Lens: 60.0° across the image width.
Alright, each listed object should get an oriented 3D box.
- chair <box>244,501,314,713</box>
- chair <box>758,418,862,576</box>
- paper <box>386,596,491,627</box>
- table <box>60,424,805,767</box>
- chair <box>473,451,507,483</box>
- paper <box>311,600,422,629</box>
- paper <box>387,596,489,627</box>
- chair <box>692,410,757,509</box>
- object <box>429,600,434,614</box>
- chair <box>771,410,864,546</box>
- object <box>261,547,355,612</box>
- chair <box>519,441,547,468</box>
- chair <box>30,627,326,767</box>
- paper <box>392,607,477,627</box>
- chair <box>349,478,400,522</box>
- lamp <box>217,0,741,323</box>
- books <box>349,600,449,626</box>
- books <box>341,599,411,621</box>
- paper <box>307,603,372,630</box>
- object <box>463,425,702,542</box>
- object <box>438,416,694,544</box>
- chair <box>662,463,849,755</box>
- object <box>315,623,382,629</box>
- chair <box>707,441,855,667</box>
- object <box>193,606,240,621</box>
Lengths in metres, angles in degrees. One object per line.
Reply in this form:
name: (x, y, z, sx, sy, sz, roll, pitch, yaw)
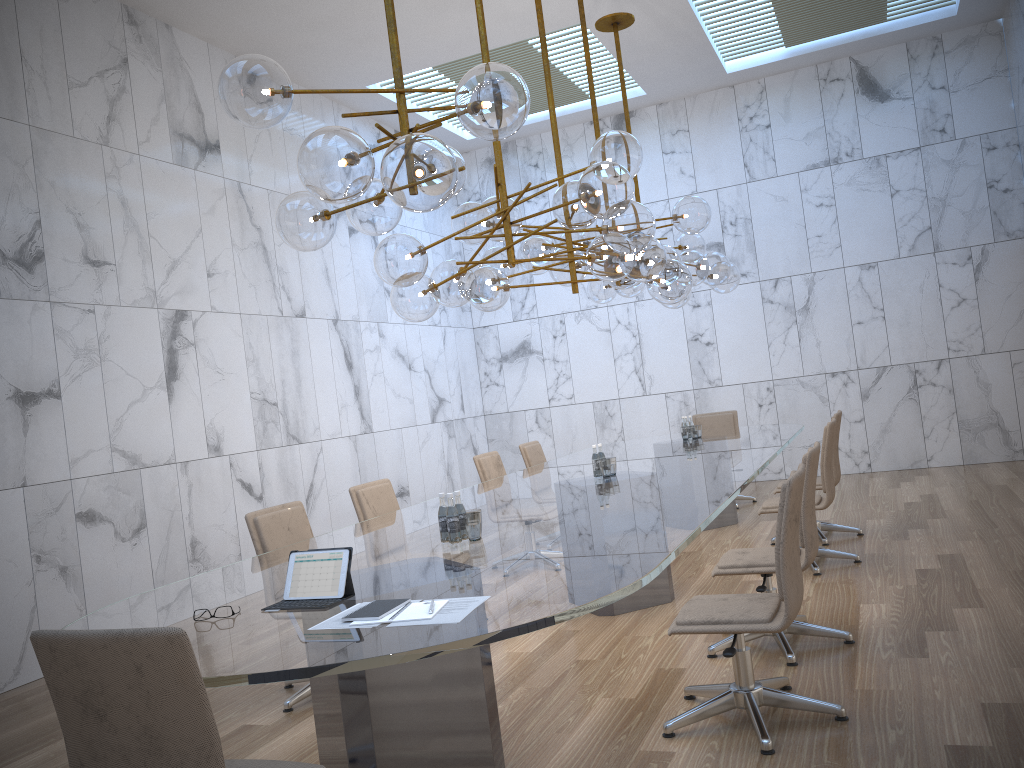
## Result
chair: (-0.991, 1.136, 4.759, 0.697, 1.000, 0.726, -8, -1, 22)
chair: (2.029, 0.779, 6.254, 0.697, 1.000, 0.726, -8, -1, 23)
paper: (-0.205, 0.650, 2.541, 0.210, 0.001, 0.290, -8, -1, 17)
table: (0.665, 1.023, 5.846, 2.092, 0.835, 7.924, -8, -1, 23)
chair: (0.091, 1.047, 7.377, 0.697, 1.000, 0.726, -8, -1, 22)
paper: (-0.422, 0.678, 2.620, 0.210, 0.001, 0.290, -8, -1, 21)
paper: (-0.205, 0.649, 2.541, 0.210, 0.001, 0.290, -8, -1, 16)
chair: (2.204, 0.820, 9.593, 0.726, 1.000, 0.697, -8, -1, 23)
object: (-0.232, 0.643, 2.573, 0.011, 0.011, 0.158, -7, -1, -3)
chair: (2.409, 0.748, 7.172, 0.697, 1.000, 0.726, -8, -1, 23)
object: (-0.672, 0.637, 2.895, 0.255, 0.159, 0.205, -8, -1, 23)
chair: (0.474, 1.016, 8.301, 0.697, 1.000, 0.726, -8, -1, 22)
chair: (-0.800, 1.066, 2.350, 0.726, 1.000, 0.697, -8, -1, 23)
paper: (-0.205, 0.650, 2.541, 0.210, 0.001, 0.290, -8, -1, 15)
chair: (-0.614, 1.105, 5.672, 0.697, 1.000, 0.726, -8, -1, 22)
lamp: (0.262, -1.763, 5.789, 1.557, 2.716, 5.672, -8, -1, 22)
books: (-0.323, 0.660, 2.570, 0.239, 0.012, 0.205, -7, -1, 10)
books: (-0.400, 0.666, 2.618, 0.126, 0.012, 0.205, -8, -1, 19)
paper: (-0.435, 0.681, 2.618, 0.210, 0.001, 0.290, -8, -1, 20)
object: (0.754, 0.537, 6.126, 0.183, 0.117, 5.112, -8, -1, 23)
object: (0.708, 0.495, 6.158, 0.124, 0.213, 5.189, -8, -1, 23)
chair: (0.940, 0.868, 3.622, 0.697, 1.000, 0.726, -8, -1, 23)
object: (-0.422, 0.679, 2.620, 0.210, 0.001, 0.290, -8, -1, 20)
chair: (1.322, 0.837, 4.545, 0.697, 1.000, 0.726, -8, -1, 23)
object: (-0.954, 0.733, 2.871, 0.134, 0.037, 0.096, -7, -1, 1)
